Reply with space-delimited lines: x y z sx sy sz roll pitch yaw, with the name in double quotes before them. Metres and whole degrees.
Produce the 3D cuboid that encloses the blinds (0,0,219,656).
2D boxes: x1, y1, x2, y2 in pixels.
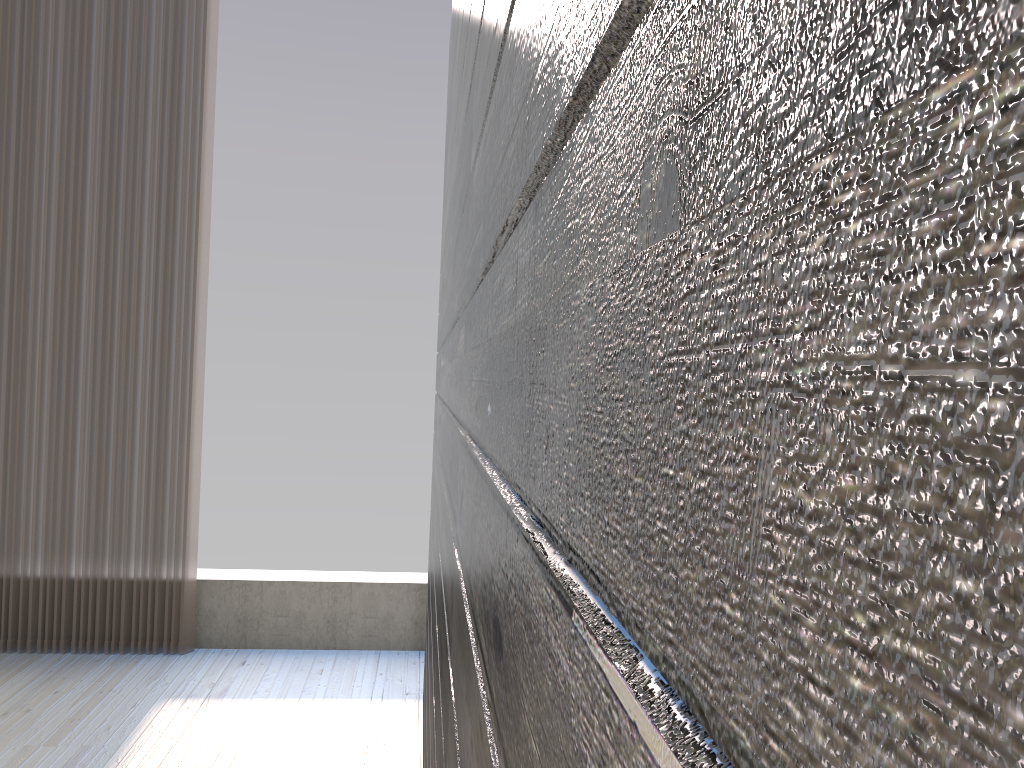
"blinds" -1.690 -0.396 3.227 1.133 2.744 0.069 2 0 -6
